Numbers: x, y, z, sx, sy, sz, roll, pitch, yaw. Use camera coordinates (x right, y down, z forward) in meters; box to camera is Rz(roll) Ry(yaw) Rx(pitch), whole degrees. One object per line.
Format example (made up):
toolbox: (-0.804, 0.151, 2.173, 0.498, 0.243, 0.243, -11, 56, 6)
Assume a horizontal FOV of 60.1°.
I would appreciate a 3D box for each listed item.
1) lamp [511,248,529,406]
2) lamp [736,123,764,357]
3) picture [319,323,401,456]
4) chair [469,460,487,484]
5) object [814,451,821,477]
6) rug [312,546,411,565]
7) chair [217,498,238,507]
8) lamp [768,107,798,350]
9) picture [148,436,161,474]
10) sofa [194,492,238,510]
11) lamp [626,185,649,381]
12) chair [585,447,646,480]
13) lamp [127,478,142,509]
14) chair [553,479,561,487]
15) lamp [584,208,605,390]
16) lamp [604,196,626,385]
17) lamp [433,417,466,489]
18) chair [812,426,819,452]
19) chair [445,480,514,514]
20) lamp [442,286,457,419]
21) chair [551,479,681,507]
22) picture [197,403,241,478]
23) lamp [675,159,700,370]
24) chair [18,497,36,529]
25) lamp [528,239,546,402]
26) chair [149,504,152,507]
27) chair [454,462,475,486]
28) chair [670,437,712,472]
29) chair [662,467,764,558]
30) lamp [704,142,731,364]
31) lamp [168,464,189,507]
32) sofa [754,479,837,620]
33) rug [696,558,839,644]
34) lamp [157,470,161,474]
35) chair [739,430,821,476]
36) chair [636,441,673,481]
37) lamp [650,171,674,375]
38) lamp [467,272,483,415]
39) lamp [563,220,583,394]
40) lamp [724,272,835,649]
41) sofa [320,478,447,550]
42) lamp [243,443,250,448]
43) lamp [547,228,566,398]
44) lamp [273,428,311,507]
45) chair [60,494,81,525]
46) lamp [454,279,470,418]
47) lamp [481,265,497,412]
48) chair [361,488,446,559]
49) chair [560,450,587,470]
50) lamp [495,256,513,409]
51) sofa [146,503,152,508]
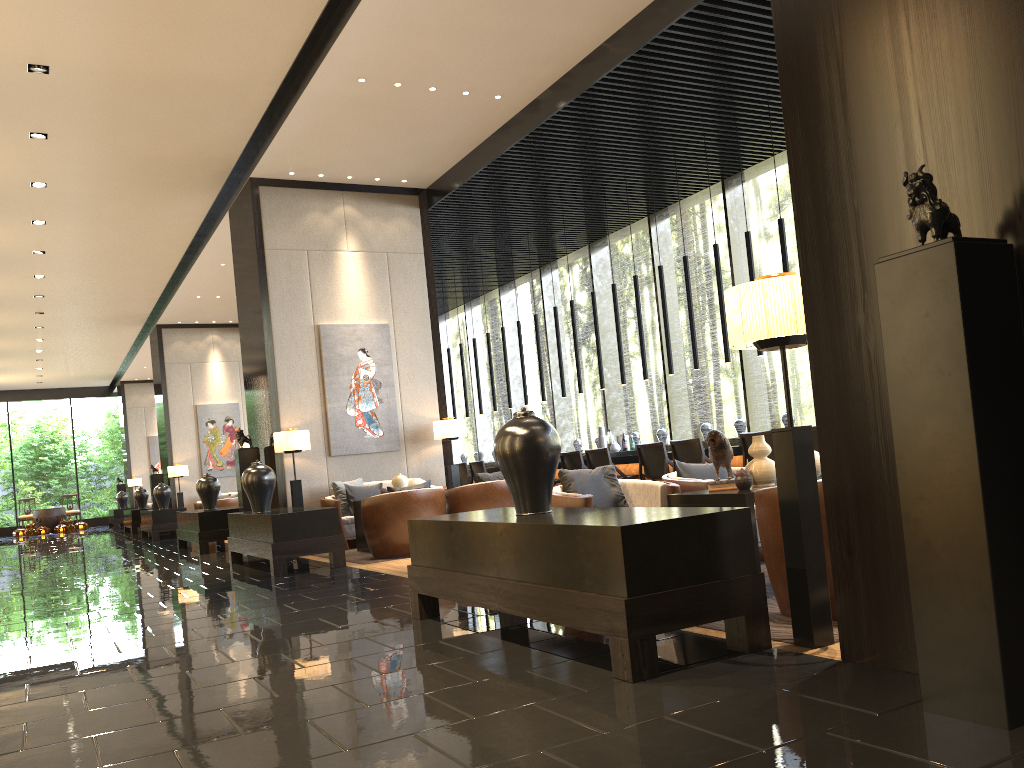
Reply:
lamp: (0.102, -0.884, 13.200, 0.060, 2.416, 0.060, -5, -2, -33)
lamp: (2.381, -1.480, 8.928, 0.060, 2.416, 0.060, -5, -2, -33)
picture: (-1.750, 0.052, 10.234, 0.833, 1.499, 0.037, -4, -2, -28)
chair: (-0.315, 1.530, 13.034, 0.562, 0.825, 0.528, -4, -3, -28)
object: (1.497, 0.421, 4.567, 0.246, 0.167, 0.245, -7, -4, 19)
rug: (-0.961, 1.664, 9.159, 1.954, 0.008, 2.252, -3, -6, -28)
chair: (-5.122, 2.369, 15.991, 0.802, 0.603, 0.609, -4, -4, -28)
lamp: (2.594, -1.536, 8.528, 0.060, 2.416, 0.060, -5, -2, -23)
picture: (-10.178, 2.255, 26.035, 0.833, 1.499, 0.037, -4, -2, -28)
sofa: (-5.586, 2.517, 17.690, 1.446, 0.692, 0.605, -3, -4, -28)
lamp: (1.484, -1.245, 10.610, 0.060, 2.416, 0.060, -5, -2, -33)
chair: (1.176, 1.140, 10.238, 0.562, 0.825, 0.528, -4, -3, -28)
lamp: (-10.729, 3.353, 25.290, 0.375, 1.348, 0.375, -6, -2, 1)
chair: (0.430, 1.335, 11.636, 0.562, 0.825, 0.528, -4, -3, -28)
lamp: (1.051, -1.132, 11.421, 0.060, 2.416, 0.060, -5, -2, -33)
lamp: (1.269, -1.189, 11.012, 0.060, 2.416, 0.060, -5, -2, -33)
lamp: (-0.681, 1.071, 10.400, 0.375, 1.348, 0.375, -6, -2, 1)
chair: (2.667, 0.750, 7.442, 0.562, 0.825, 0.528, -4, -3, -28)
chair: (-0.205, 1.242, 8.587, 0.802, 0.603, 0.609, -4, -4, -28)
lamp: (-1.106, -0.568, 15.465, 0.060, 2.416, 0.060, -5, -2, -33)
chair: (0.560, 0.867, 5.158, 0.802, 0.603, 0.609, -4, -4, -28)
picture: (-5.948, 1.149, 18.105, 0.833, 1.499, 0.037, -4, -2, -28)
lamp: (1.921, -1.360, 9.791, 0.060, 2.416, 0.060, -5, -2, -33)
chair: (-14.232, 3.895, 26.032, 0.519, 1.074, 0.538, -4, -3, -28)
lamp: (0.345, -0.948, 12.746, 0.060, 2.416, 0.060, -5, -2, -33)
chair: (-9.359, 3.476, 23.936, 0.802, 0.603, 0.609, -4, -4, -28)
chair: (-0.585, 1.601, 13.540, 0.562, 0.825, 0.528, -4, -3, -28)
chair: (1.922, 0.945, 8.840, 0.562, 0.825, 0.528, -4, -3, -28)
chair: (1.311, 0.830, 5.564, 0.802, 0.603, 0.609, -4, -4, -28)
lamp: (2.156, -1.421, 9.349, 0.060, 2.416, 0.060, -5, -2, -23)
lamp: (-6.506, 2.249, 17.375, 0.374, 1.348, 0.376, -5, -2, -10)
sofa: (1.766, 0.591, 3.867, 1.446, 0.692, 0.605, -3, -4, -28)
rug: (1.454, 1.033, 4.632, 2.037, 0.008, 2.252, -3, -6, -28)
lamp: (-7.355, 2.471, 18.966, 0.374, 1.348, 0.376, -5, -2, -10)
chair: (2.397, 0.821, 7.948, 0.562, 0.825, 0.528, -4, -3, -28)
chair: (1.652, 1.016, 9.346, 0.562, 0.825, 0.528, -4, -3, -28)
lamp: (1.712, -1.305, 10.183, 0.060, 2.416, 0.060, -5, -2, -33)
lamp: (-0.618, -0.696, 14.551, 0.060, 2.416, 0.060, -5, -2, -33)
lamp: (0.806, -1.068, 11.881, 0.060, 2.416, 0.060, -5, -2, -33)
lamp: (1.033, 0.278, 3.239, 0.375, 1.348, 0.375, -6, -2, 19)
sofa: (-1.421, 1.428, 9.880, 1.446, 0.692, 0.605, -3, -4, -28)
lamp: (-3.163, 1.391, 11.109, 0.375, 1.316, 0.375, -6, -2, 15)
lamp: (0.603, -1.015, 12.261, 0.060, 2.416, 0.060, -5, -2, -33)
lamp: (-2.316, 1.155, 9.518, 0.376, 1.345, 0.375, -6, -2, 23)
chair: (-13.242, 3.845, 26.567, 0.519, 1.074, 0.538, -4, -3, -28)
lamp: (-0.865, -0.631, 15.013, 0.060, 2.416, 0.060, -5, -2, -33)
lamp: (-0.380, -0.758, 14.103, 0.060, 2.416, 0.060, -5, -2, -33)
chair: (-0.956, 1.280, 8.181, 0.802, 0.603, 0.609, -4, -4, -28)
chair: (0.906, 1.211, 10.744, 0.562, 0.825, 0.528, -4, -3, -28)
lamp: (-0.139, -0.821, 13.652, 0.060, 2.416, 0.060, -5, -2, -33)
sofa: (-9.824, 3.625, 25.635, 1.446, 0.692, 0.605, -3, -4, -28)
